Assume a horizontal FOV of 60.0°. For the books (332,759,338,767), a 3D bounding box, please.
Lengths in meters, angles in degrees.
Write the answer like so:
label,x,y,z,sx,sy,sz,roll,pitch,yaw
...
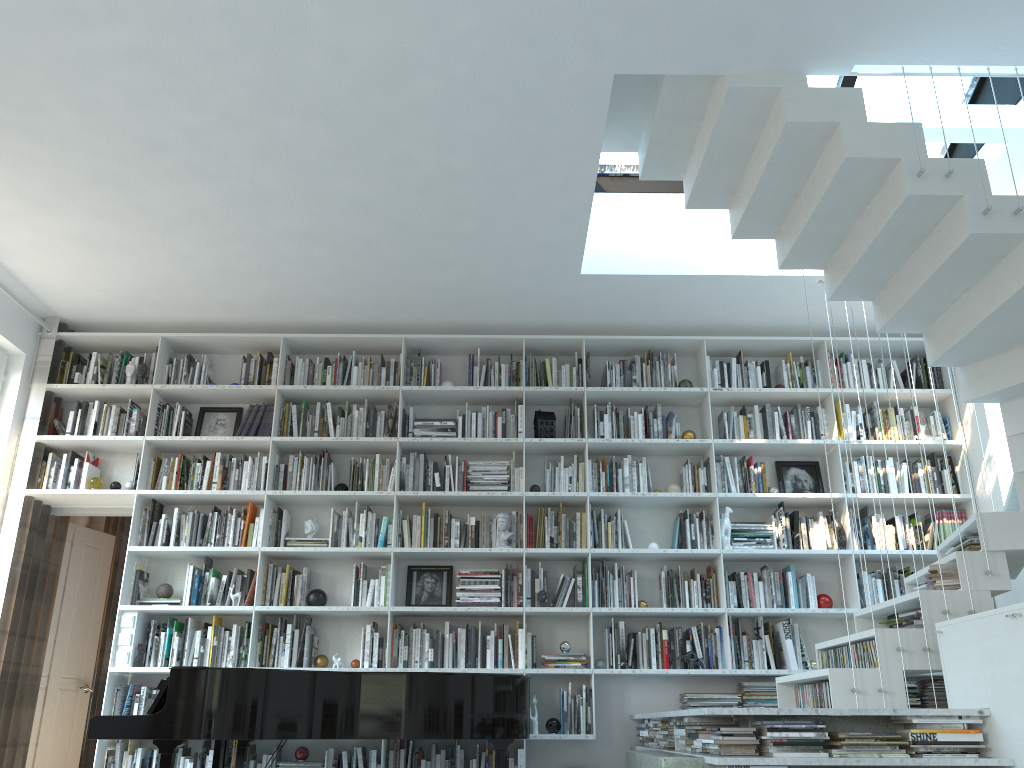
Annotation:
label,x,y,z,sx,sy,sz,roll,pitch,yaw
books,-1.062,2.377,5.353,0.029,0.201,0.179,0,-21,0

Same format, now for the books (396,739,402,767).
label,x,y,z,sx,sy,sz,roll,pitch,yaw
books,-0.690,2.319,5.390,0.014,0.338,0.140,0,-21,0

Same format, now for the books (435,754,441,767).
label,x,y,z,sx,sy,sz,roll,pitch,yaw
books,-0.446,2.370,5.375,0.030,0.233,0.138,0,-21,0

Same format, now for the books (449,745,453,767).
label,x,y,z,sx,sy,sz,roll,pitch,yaw
books,-0.372,2.341,5.370,0.013,0.284,0.185,0,-21,0

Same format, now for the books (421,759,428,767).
label,x,y,z,sx,sy,sz,roll,pitch,yaw
books,-0.531,2.375,5.349,0.028,0.205,0.175,0,-21,0

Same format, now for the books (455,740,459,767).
label,x,y,z,sx,sy,sz,roll,pitch,yaw
books,-0.336,2.316,5.374,0.014,0.334,0.183,0,-21,0

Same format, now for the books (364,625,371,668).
label,x,y,z,sx,sy,sz,roll,pitch,yaw
books,-0.905,1.673,5.620,0.027,0.268,0.159,0,-21,0

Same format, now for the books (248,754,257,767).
label,x,y,z,sx,sy,sz,roll,pitch,yaw
books,-1.580,2.367,5.372,0.012,0.229,0.138,0,-21,0

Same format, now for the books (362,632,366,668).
label,x,y,z,sx,sy,sz,roll,pitch,yaw
books,-0.927,1.699,5.629,0.015,0.224,0.148,0,-21,0

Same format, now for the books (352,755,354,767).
label,x,y,z,sx,sy,sz,roll,pitch,yaw
books,-0.953,2.363,5.357,0.011,0.231,0.175,0,-21,0

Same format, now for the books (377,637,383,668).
label,x,y,z,sx,sy,sz,roll,pitch,yaw
books,-0.824,1.716,5.627,0.031,0.194,0.142,0,-21,0

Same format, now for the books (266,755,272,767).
label,x,y,z,sx,sy,sz,roll,pitch,yaw
books,-1.460,2.367,5.367,0.027,0.226,0.140,0,-21,0

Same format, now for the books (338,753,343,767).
label,x,y,z,sx,sy,sz,roll,pitch,yaw
books,-1.034,2.365,5.371,0.028,0.237,0.136,0,-21,0

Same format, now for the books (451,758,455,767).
label,x,y,z,sx,sy,sz,roll,pitch,yaw
books,-0.354,2.377,5.361,0.022,0.212,0.168,0,-21,0

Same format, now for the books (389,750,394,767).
label,x,y,z,sx,sy,sz,roll,pitch,yaw
books,-0.723,2.351,5.359,0.026,0.255,0.184,0,-21,0

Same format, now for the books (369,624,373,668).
label,x,y,z,sx,sy,sz,roll,pitch,yaw
books,-0.887,1.674,5.634,0.010,0.276,0.156,0,-21,0

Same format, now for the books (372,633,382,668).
label,x,y,z,sx,sy,sz,roll,pitch,yaw
books,-0.854,1.696,5.613,0.029,0.220,0.153,0,-21,0

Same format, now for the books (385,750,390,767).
label,x,y,z,sx,sy,sz,roll,pitch,yaw
books,-0.753,2.360,5.378,0.012,0.253,0.161,0,-21,0

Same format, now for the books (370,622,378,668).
label,x,y,z,sx,sy,sz,roll,pitch,yaw
books,-0.875,1.666,5.633,0.014,0.289,0.132,0,-21,0

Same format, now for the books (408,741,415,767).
label,x,y,z,sx,sy,sz,roll,pitch,yaw
books,-0.620,2.330,5.379,0.034,0.310,0.170,0,-21,0

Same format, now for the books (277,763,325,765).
label,x,y,z,sx,sy,sz,roll,pitch,yaw
books,-1.269,2.309,5.393,0.285,0.005,0.160,0,-21,0

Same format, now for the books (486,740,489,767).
label,x,y,z,sx,sy,sz,roll,pitch,yaw
books,-0.150,2.324,5.366,0.013,0.315,0.187,0,-21,0

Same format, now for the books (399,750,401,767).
label,x,y,z,sx,sy,sz,roll,pitch,yaw
books,-0.678,2.361,5.387,0.010,0.258,0.131,0,-21,0

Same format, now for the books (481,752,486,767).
label,x,y,z,sx,sy,sz,roll,pitch,yaw
books,-0.179,2.353,5.351,0.044,0.250,0.187,0,-21,0

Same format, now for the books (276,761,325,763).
label,x,y,z,sx,sy,sz,roll,pitch,yaw
books,-1.268,2.295,5.385,0.285,0.005,0.160,-1,-21,4

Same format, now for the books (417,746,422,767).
label,x,y,z,sx,sy,sz,roll,pitch,yaw
books,-0.562,2.351,5.384,0.012,0.275,0.155,0,-21,0

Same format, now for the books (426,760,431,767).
label,x,y,z,sx,sy,sz,roll,pitch,yaw
books,-0.502,2.390,5.376,0.030,0.196,0.143,0,-21,0

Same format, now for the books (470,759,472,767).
label,x,y,z,sx,sy,sz,roll,pitch,yaw
books,-0.247,2.375,5.346,0.010,0.205,0.180,0,-21,0

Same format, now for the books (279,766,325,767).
label,x,y,z,sx,sy,sz,roll,pitch,yaw
books,-1.269,2.321,5.377,0.254,0.005,0.161,2,-21,-5

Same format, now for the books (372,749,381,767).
label,x,y,z,sx,sy,sz,roll,pitch,yaw
books,-0.824,2.346,5.351,0.024,0.259,0.190,0,-21,0

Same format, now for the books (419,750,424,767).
label,x,y,z,sx,sy,sz,roll,pitch,yaw
books,-0.551,2.361,5.381,0.012,0.254,0.151,0,-21,0

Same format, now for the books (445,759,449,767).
label,x,y,z,sx,sy,sz,roll,pitch,yaw
books,-0.391,2.384,5.367,0.024,0.202,0.145,0,-21,0

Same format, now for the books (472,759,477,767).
label,x,y,z,sx,sy,sz,roll,pitch,yaw
books,-0.227,2.375,5.352,0.029,0.209,0.171,0,-21,0

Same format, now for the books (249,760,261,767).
label,x,y,z,sx,sy,sz,roll,pitch,yaw
books,-1.562,2.381,5.362,0.025,0.197,0.161,0,-21,0

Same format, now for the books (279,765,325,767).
label,x,y,z,sx,sy,sz,roll,pitch,yaw
books,-1.269,2.319,5.389,0.254,0.005,0.161,0,-21,0

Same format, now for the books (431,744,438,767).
label,x,y,z,sx,sy,sz,roll,pitch,yaw
books,-0.474,2.341,5.382,0.026,0.293,0.155,0,-21,0

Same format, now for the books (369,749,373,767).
label,x,y,z,sx,sy,sz,roll,pitch,yaw
books,-0.849,2.358,5.380,0.025,0.258,0.133,0,-21,0

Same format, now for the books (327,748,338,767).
label,x,y,z,sx,sy,sz,roll,pitch,yaw
books,-1.093,2.352,5.376,0.031,0.264,0.145,0,-21,0

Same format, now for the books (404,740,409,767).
label,x,y,z,sx,sy,sz,roll,pitch,yaw
books,-0.643,2.318,5.382,0.012,0.336,0.144,0,-21,0

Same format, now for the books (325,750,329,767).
label,x,y,z,sx,sy,sz,roll,pitch,yaw
books,-1.114,2.351,5.359,0.012,0.253,0.161,0,-21,0

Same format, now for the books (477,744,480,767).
label,x,y,z,sx,sy,sz,roll,pitch,yaw
books,-0.207,2.337,5.368,0.011,0.291,0.184,0,-21,0

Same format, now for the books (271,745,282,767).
label,x,y,z,sx,sy,sz,roll,pitch,yaw
books,-1.434,2.342,5.377,0.027,0.281,0.130,0,-21,0

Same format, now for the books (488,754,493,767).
label,x,y,z,sx,sy,sz,roll,pitch,yaw
books,-0.130,2.369,5.375,0.028,0.238,0.140,0,-21,0

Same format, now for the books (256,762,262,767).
label,x,y,z,sx,sy,sz,roll,pitch,yaw
books,-1.523,2.385,5.353,0.053,0.183,0.148,0,-21,0

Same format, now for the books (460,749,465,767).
label,x,y,z,sx,sy,sz,roll,pitch,yaw
books,-0.304,2.357,5.378,0.024,0.261,0.132,0,-21,0

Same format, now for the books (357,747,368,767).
label,x,y,z,sx,sy,sz,roll,pitch,yaw
books,-0.898,2.345,5.370,0.073,0.274,0.181,0,-21,0

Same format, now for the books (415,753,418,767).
label,x,y,z,sx,sy,sz,roll,pitch,yaw
books,-0.574,2.367,5.373,0.012,0.238,0.129,0,-21,0

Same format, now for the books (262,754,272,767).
label,x,y,z,sx,sy,sz,roll,pitch,yaw
books,-1.485,2.362,5.360,0.023,0.230,0.165,0,-21,0

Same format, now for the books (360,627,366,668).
label,x,y,z,sx,sy,sz,roll,pitch,yaw
books,-0.940,1.683,5.626,0.012,0.253,0.161,0,-21,0

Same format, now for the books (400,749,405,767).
label,x,y,z,sx,sy,sz,roll,pitch,yaw
books,-0.661,2.355,5.379,0.025,0.262,0.145,0,-21,0

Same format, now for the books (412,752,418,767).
label,x,y,z,sx,sy,sz,roll,pitch,yaw
books,-0.592,2.364,5.378,0.022,0.246,0.144,0,-21,0

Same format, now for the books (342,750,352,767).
label,x,y,z,sx,sy,sz,roll,pitch,yaw
books,-0.990,2.354,5.363,0.062,0.252,0.178,0,-21,0

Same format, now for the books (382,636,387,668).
label,x,y,z,sx,sy,sz,roll,pitch,yaw
books,-0.797,1.708,5.616,0.024,0.200,0.159,0,-21,0

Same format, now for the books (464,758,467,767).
label,x,y,z,sx,sy,sz,roll,pitch,yaw
books,-0.272,2.384,5.377,0.040,0.211,0.130,0,-21,0

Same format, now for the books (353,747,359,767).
label,x,y,z,sx,sy,sz,roll,pitch,yaw
books,-0.941,2.340,5.358,0.012,0.273,0.181,0,-21,0

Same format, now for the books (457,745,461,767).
label,x,y,z,sx,sy,sz,roll,pitch,yaw
books,-0.322,2.339,5.367,0.014,0.287,0.185,0,-21,0

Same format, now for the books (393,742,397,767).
label,x,y,z,sx,sy,sz,roll,pitch,yaw
books,-0.703,2.331,5.367,0.014,0.299,0.185,0,-21,0

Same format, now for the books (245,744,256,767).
label,x,y,z,sx,sy,sz,roll,pitch,yaw
books,-1.592,2.341,5.379,0.012,0.284,0.160,0,-21,0

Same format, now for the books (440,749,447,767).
label,x,y,z,sx,sy,sz,roll,pitch,yaw
books,-0.417,2.358,5.379,0.028,0.260,0.133,0,-21,0

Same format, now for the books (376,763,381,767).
label,x,y,z,sx,sy,sz,roll,pitch,yaw
books,-0.801,2.390,5.353,0.024,0.179,0.172,0,-21,0
